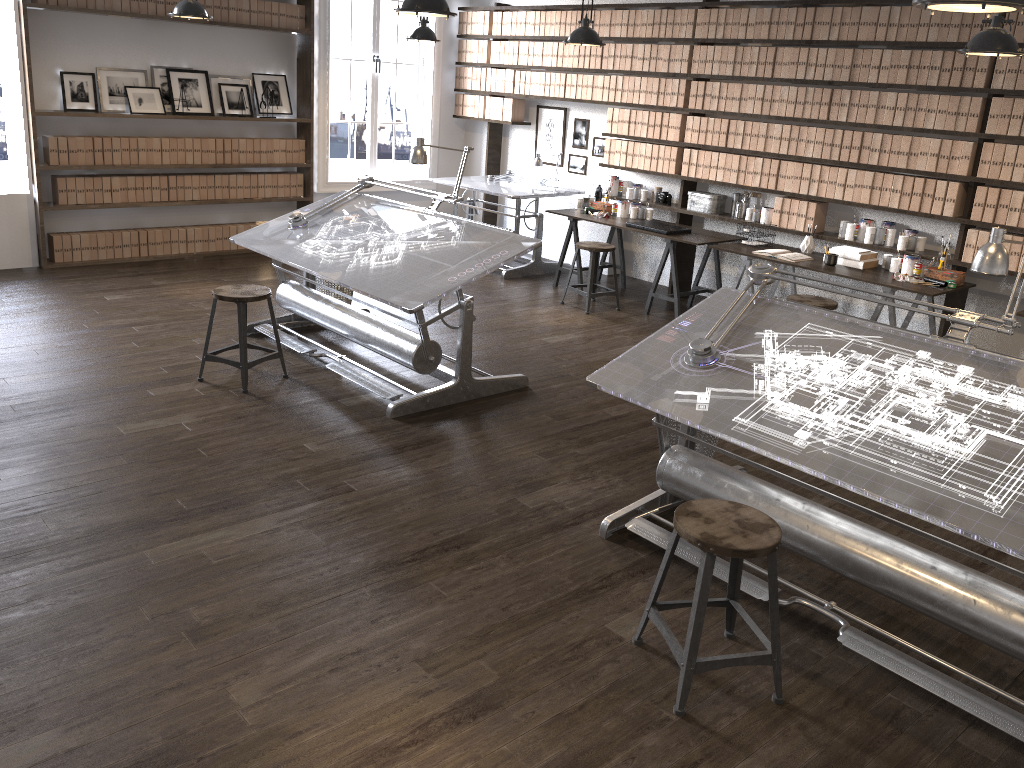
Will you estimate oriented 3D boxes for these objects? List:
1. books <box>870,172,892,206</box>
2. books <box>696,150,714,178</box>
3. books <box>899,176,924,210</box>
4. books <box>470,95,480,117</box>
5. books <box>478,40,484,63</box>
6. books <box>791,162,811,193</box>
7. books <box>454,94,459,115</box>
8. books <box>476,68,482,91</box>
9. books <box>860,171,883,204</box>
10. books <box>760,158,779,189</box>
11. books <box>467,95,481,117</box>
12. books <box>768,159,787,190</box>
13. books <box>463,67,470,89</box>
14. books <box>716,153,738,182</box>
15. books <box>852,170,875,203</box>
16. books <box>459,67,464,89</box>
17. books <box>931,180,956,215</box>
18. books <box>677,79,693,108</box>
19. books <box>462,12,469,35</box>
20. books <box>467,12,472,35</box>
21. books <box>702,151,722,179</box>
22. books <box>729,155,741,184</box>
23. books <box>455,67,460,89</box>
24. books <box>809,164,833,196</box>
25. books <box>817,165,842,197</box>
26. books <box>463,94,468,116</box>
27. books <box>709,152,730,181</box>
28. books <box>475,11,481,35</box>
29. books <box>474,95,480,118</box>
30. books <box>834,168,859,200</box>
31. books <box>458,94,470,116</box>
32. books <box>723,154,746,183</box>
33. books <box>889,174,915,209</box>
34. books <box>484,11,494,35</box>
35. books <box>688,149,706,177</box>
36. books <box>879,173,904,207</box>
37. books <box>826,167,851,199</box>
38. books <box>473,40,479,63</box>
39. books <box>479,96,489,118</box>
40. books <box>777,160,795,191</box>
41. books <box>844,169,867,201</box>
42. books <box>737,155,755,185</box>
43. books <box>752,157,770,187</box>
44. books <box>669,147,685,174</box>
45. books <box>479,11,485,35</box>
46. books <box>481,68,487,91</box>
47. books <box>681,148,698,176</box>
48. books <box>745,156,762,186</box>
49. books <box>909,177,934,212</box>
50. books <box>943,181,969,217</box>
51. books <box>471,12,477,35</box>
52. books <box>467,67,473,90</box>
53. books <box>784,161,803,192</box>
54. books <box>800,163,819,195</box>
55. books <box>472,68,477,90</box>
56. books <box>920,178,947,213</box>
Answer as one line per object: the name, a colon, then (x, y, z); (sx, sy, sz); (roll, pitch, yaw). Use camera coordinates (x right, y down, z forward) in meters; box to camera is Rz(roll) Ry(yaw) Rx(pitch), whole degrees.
books: (2.616, -1.378, 6.250); (0.175, 0.222, 0.067); (-11, 22, -41)
books: (1.611, -1.818, 7.330); (0.175, 0.222, 0.067); (-11, 23, -41)
books: (2.757, -1.317, 6.100); (0.175, 0.222, 0.067); (-11, 23, -41)
books: (-0.352, -2.936, 9.371); (0.175, 0.222, 0.067); (-11, 22, -41)
books: (-0.261, -3.435, 9.169); (0.175, 0.222, 0.067); (-11, 23, -41)
books: (2.199, -1.557, 6.688); (0.175, 0.222, 0.067); (-11, 22, -41)
books: (-0.531, -3.017, 9.572); (0.175, 0.222, 0.067); (-11, 22, -41)
books: (-0.285, -3.177, 9.244); (0.175, 0.222, 0.067); (-11, 22, -41)
books: (2.567, -1.396, 6.294); (0.175, 0.222, 0.067); (-11, 23, -41)
books: (2.021, -1.638, 6.889); (0.175, 0.222, 0.067); (-11, 22, -41)
books: (-0.391, -2.955, 9.419); (0.175, 0.222, 0.067); (-11, 23, -41)
books: (2.066, -1.616, 6.832); (0.175, 0.222, 0.067); (-11, 23, -41)
books: (-0.425, -3.240, 9.401); (0.175, 0.222, 0.067); (-11, 22, -41)
books: (1.748, -1.756, 7.177); (0.175, 0.222, 0.067); (-11, 23, -41)
books: (2.526, -1.417, 6.344); (0.175, 0.222, 0.067); (-11, 22, -41)
books: (-0.471, -3.261, 9.451); (0.175, 0.222, 0.067); (-11, 22, -41)
books: (2.901, -1.251, 5.937); (0.175, 0.222, 0.067); (-11, 22, -41)
books: (1.466, -2.414, 7.372); (0.175, 0.222, 0.067); (-11, 22, -41)
books: (-0.429, -3.776, 9.284); (0.175, 0.222, 0.067); (-11, 23, -41)
books: (-0.379, -3.755, 9.235); (0.175, 0.222, 0.067); (-11, 23, -41)
books: (1.655, -1.797, 7.280); (0.175, 0.222, 0.067); (-11, 23, -41)
books: (1.831, -1.718, 7.083); (0.175, 0.222, 0.067); (-11, 22, -41)
books: (-0.520, -3.279, 9.495); (0.175, 0.222, 0.067); (-11, 23, -41)
books: (2.297, -1.516, 6.588); (0.175, 0.222, 0.067); (-11, 23, -41)
books: (2.346, -1.496, 6.541); (0.175, 0.222, 0.067); (-11, 22, -41)
books: (-0.432, -2.974, 9.467); (0.175, 0.222, 0.067); (-11, 22, -41)
books: (1.699, -1.777, 7.227); (0.175, 0.222, 0.067); (-11, 22, -41)
books: (-0.285, -3.715, 9.137); (0.175, 0.222, 0.067); (-11, 22, -41)
books: (-0.305, -2.915, 9.320); (0.175, 0.222, 0.067); (-11, 23, -41)
books: (2.434, -1.455, 6.438); (0.175, 0.222, 0.067); (-11, 23, -41)
books: (-0.485, -2.995, 9.516); (0.175, 0.222, 0.067); (-11, 23, -41)
books: (1.791, -1.738, 7.134); (0.175, 0.222, 0.067); (-11, 23, -41)
books: (2.706, -1.336, 6.147); (0.175, 0.222, 0.067); (-11, 23, -41)
books: (-0.193, -3.674, 9.035); (0.175, 0.222, 0.067); (-11, 22, -41)
books: (1.562, -1.837, 7.377); (0.175, 0.222, 0.067); (-11, 22, -41)
books: (2.663, -1.358, 6.200); (0.175, 0.222, 0.067); (-11, 22, -41)
books: (2.391, -1.476, 6.490); (0.175, 0.222, 0.067); (-11, 22, -41)
books: (-0.310, -3.454, 9.213); (0.175, 0.222, 0.067); (-11, 22, -41)
books: (-0.254, -2.895, 9.271); (0.175, 0.222, 0.067); (-11, 23, -41)
books: (2.119, -1.595, 6.784); (0.175, 0.222, 0.067); (-11, 22, -41)
books: (2.484, -1.434, 6.388); (0.175, 0.222, 0.067); (-11, 22, -41)
books: (1.880, -1.700, 7.039); (0.175, 0.222, 0.067); (-11, 23, -41)
books: (1.971, -1.658, 6.936); (0.175, 0.222, 0.067); (-11, 22, -41)
books: (1.425, -1.896, 7.521); (0.175, 0.222, 0.067); (-11, 23, -41)
books: (-0.242, -3.694, 9.085); (0.175, 0.222, 0.067); (-11, 23, -41)
books: (-0.232, -3.157, 9.195); (0.175, 0.222, 0.067); (-11, 23, -41)
books: (1.511, -1.858, 7.426); (0.175, 0.222, 0.067); (-11, 22, -41)
books: (1.927, -1.679, 6.989); (0.175, 0.222, 0.067); (-11, 23, -41)
books: (2.802, -1.294, 6.043); (0.175, 0.222, 0.067); (-11, 22, -41)
books: (2.954, -1.229, 5.883); (0.175, 0.222, 0.067); (-11, 23, -41)
books: (-0.330, -3.736, 9.188); (0.175, 0.222, 0.067); (-11, 22, -41)
books: (-0.381, -3.219, 9.348); (0.175, 0.222, 0.067); (-11, 23, -41)
books: (2.161, -1.576, 6.736); (0.175, 0.222, 0.067); (-11, 23, -41)
books: (2.247, -1.536, 6.637); (0.175, 0.222, 0.067); (-11, 23, -41)
books: (-0.331, -3.200, 9.301); (0.175, 0.222, 0.067); (-11, 23, -41)
books: (2.855, -1.274, 5.994); (0.175, 0.222, 0.067); (-11, 23, -41)
